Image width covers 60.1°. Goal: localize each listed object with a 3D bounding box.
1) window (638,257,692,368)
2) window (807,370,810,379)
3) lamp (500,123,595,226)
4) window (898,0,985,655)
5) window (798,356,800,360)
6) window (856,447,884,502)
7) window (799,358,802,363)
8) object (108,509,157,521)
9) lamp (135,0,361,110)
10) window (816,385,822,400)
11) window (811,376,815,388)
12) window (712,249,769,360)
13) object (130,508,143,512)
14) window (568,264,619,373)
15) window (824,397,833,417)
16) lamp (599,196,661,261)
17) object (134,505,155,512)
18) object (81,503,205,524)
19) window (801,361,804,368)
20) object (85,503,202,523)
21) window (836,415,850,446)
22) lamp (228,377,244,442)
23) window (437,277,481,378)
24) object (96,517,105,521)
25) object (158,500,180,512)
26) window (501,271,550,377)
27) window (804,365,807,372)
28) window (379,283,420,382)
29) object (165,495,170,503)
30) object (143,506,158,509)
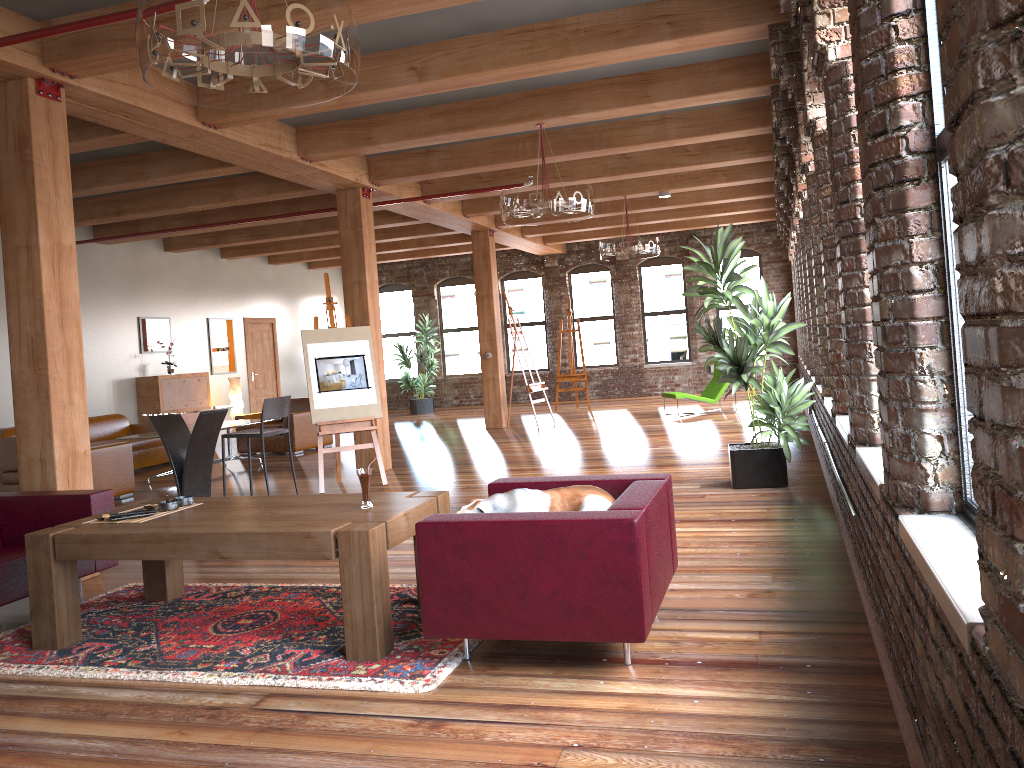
[{"bbox_3d":[3.083,-1.466,17.898,0.967,2.219,0.219,-4,0,17],"label":"window"},{"bbox_3d":[3.535,-1.192,10.445,0.236,2.215,0.969,-4,0,17],"label":"window"},{"bbox_3d":[0.278,-1.818,7.576,0.810,0.815,0.808,-5,1,-31],"label":"lamp"},{"bbox_3d":[0.988,-0.653,2.022,0.235,2.215,0.969,-4,0,17],"label":"window"},{"bbox_3d":[5.238,-1.553,16.086,0.232,2.215,0.969,-4,0,17],"label":"window"},{"bbox_3d":[1.413,-0.743,3.425,0.235,2.215,0.969,-4,0,17],"label":"window"},{"bbox_3d":[4.806,-1.461,14.656,0.231,2.215,0.969,-4,0,17],"label":"window"},{"bbox_3d":[-1.843,0.639,4.302,0.213,0.018,0.154,-6,3,-28],"label":"object"},{"bbox_3d":[-1.003,-1.547,3.339,0.811,0.815,0.808,-5,1,-32],"label":"lamp"},{"bbox_3d":[2.686,-1.012,7.636,0.235,2.215,0.969,-4,0,17],"label":"window"},{"bbox_3d":[3.109,-1.102,9.041,0.232,2.215,0.969,-4,0,17],"label":"window"},{"bbox_3d":[4.502,-1.554,17.467,0.967,2.219,0.219,-4,0,17],"label":"window"},{"bbox_3d":[-1.918,0.643,4.477,0.007,0.008,0.270,-4,2,13],"label":"object"},{"bbox_3d":[1.678,-1.374,18.323,0.967,2.228,0.221,-4,0,17],"label":"window"},{"bbox_3d":[2.261,-0.923,6.232,0.235,2.215,0.969,-4,0,17],"label":"window"},{"bbox_3d":[1.536,-2.084,11.737,0.810,0.815,0.808,-5,1,-37],"label":"lamp"},{"bbox_3d":[-1.889,0.640,4.507,0.007,0.008,0.270,-4,2,6],"label":"object"},{"bbox_3d":[-1.830,0.644,4.419,0.352,0.001,0.470,-4,2,17],"label":"object"},{"bbox_3d":[4.382,-1.372,13.251,0.233,2.215,0.969,-4,0,17],"label":"window"},{"bbox_3d":[-1.831,0.644,4.419,0.331,0.003,0.471,-4,2,17],"label":"object"},{"bbox_3d":[1.837,-0.833,4.829,0.235,2.215,0.969,-4,0,17],"label":"window"},{"bbox_3d":[-4.410,0.427,14.248,0.271,1.114,0.260,-4,0,-28],"label":"lamp"},{"bbox_3d":[-1.106,-1.234,19.238,0.967,2.170,0.086,-4,0,17],"label":"window"},{"bbox_3d":[-1.975,0.649,4.262,0.018,0.021,0.059,-4,2,4],"label":"object"},{"bbox_3d":[-1.721,0.612,4.446,0.099,0.043,0.098,-6,2,-35],"label":"object"},{"bbox_3d":[0.280,-1.288,18.748,0.967,2.228,0.221,-4,0,17],"label":"window"},{"bbox_3d":[3.957,-1.282,11.850,0.230,2.215,0.969,-4,0,17],"label":"window"},{"bbox_3d":[-2.530,-1.146,19.671,0.967,2.170,0.086,-4,0,17],"label":"window"},{"bbox_3d":[-1.714,0.585,4.418,0.045,0.080,0.137,-4,2,-18],"label":"object"},{"bbox_3d":[-1.836,0.623,4.525,0.045,0.030,0.153,-4,2,1],"label":"object"}]
